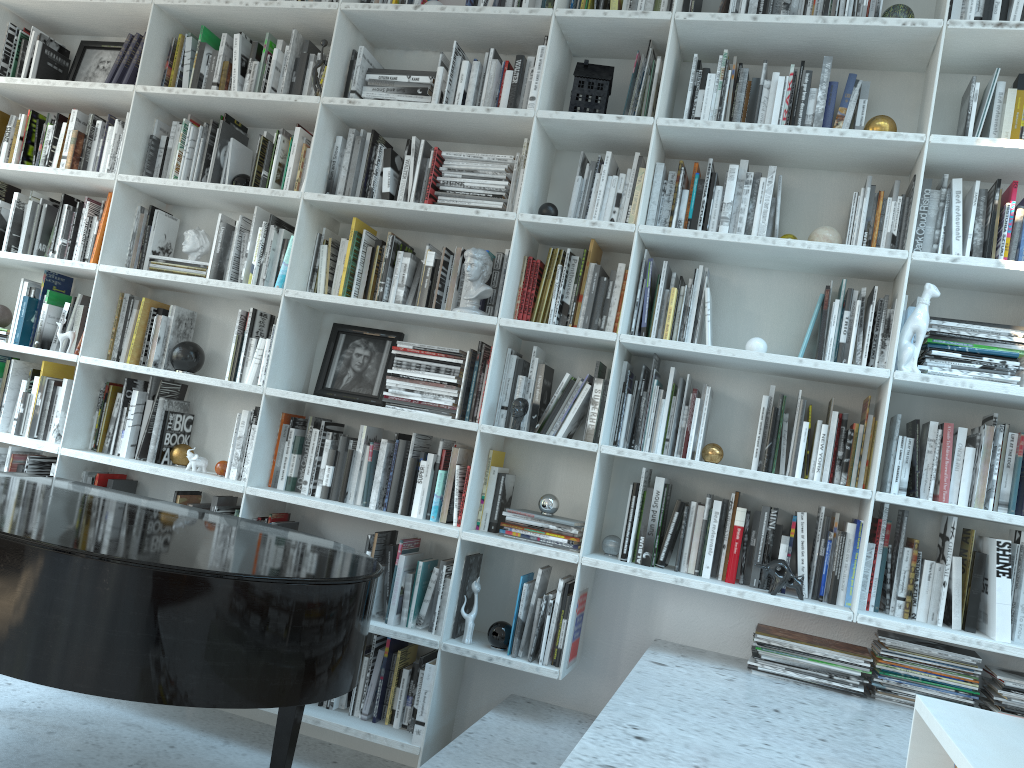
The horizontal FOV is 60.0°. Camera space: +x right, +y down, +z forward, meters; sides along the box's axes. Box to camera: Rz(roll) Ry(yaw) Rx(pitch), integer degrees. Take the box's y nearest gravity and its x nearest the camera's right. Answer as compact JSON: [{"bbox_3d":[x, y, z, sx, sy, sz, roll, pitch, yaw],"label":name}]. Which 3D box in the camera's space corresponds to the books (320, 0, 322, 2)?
[{"bbox_3d":[-0.717,-1.572,3.580,0.013,0.285,0.160,9,-4,17],"label":"books"}]

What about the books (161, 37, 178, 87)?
[{"bbox_3d":[-1.400,-1.293,3.731,0.023,0.256,0.175,9,-4,17],"label":"books"}]

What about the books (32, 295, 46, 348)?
[{"bbox_3d":[-1.966,-0.254,3.805,0.030,0.231,0.148,9,-4,17],"label":"books"}]

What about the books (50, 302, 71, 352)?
[{"bbox_3d":[-1.868,-0.230,3.771,0.056,0.214,0.143,9,-4,17],"label":"books"}]

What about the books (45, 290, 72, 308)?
[{"bbox_3d":[-1.930,-0.259,3.770,0.011,0.250,0.172,9,-4,17],"label":"books"}]

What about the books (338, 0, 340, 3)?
[{"bbox_3d":[-0.642,-1.547,3.569,0.029,0.261,0.151,9,-4,17],"label":"books"}]

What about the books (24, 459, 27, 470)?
[{"bbox_3d":[-2.005,0.455,3.723,0.022,0.290,0.137,9,-4,17],"label":"books"}]

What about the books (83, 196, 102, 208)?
[{"bbox_3d":[-1.811,-0.637,3.805,0.011,0.304,0.130,9,-4,17],"label":"books"}]

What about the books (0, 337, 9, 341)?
[{"bbox_3d":[-2.243,-0.199,3.869,0.254,0.012,0.161,9,-4,18],"label":"books"}]

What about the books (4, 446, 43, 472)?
[{"bbox_3d":[-2.074,0.426,3.728,0.014,0.325,0.171,9,-4,17],"label":"books"}]

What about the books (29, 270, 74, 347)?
[{"bbox_3d":[-1.978,-0.309,3.808,0.011,0.335,0.153,9,-4,17],"label":"books"}]

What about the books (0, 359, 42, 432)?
[{"bbox_3d":[-2.084,0.058,3.782,0.012,0.306,0.189,9,-4,17],"label":"books"}]

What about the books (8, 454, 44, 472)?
[{"bbox_3d":[-2.062,0.443,3.732,0.012,0.295,0.176,9,-4,17],"label":"books"}]

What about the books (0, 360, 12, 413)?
[{"bbox_3d":[-2.103,0.057,3.775,0.019,0.300,0.180,9,-4,17],"label":"books"}]

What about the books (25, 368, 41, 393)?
[{"bbox_3d":[-2.006,0.083,3.758,0.014,0.282,0.150,9,-4,17],"label":"books"}]

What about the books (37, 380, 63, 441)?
[{"bbox_3d":[-1.894,0.116,3.718,0.028,0.249,0.159,9,-4,17],"label":"books"}]

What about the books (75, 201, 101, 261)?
[{"bbox_3d":[-1.771,-0.618,3.767,0.015,0.275,0.157,9,-4,17],"label":"books"}]

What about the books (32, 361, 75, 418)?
[{"bbox_3d":[-1.937,0.073,3.738,0.021,0.322,0.172,9,-4,17],"label":"books"}]

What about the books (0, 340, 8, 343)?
[{"bbox_3d":[-2.246,-0.187,3.864,0.285,0.012,0.159,9,-4,20],"label":"books"}]

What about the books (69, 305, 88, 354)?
[{"bbox_3d":[-1.764,-0.212,3.716,0.030,0.207,0.172,9,-4,17],"label":"books"}]

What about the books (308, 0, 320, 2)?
[{"bbox_3d":[-0.757,-1.536,3.569,0.026,0.200,0.187,9,-4,17],"label":"books"}]

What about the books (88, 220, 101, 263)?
[{"bbox_3d":[-1.717,-0.573,3.755,0.013,0.203,0.161,9,-4,17],"label":"books"}]

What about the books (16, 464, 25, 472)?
[{"bbox_3d":[-2.042,0.469,3.742,0.029,0.254,0.153,9,-4,17],"label":"books"}]

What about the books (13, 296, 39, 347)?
[{"bbox_3d":[-2.017,-0.253,3.778,0.029,0.208,0.189,9,-4,17],"label":"books"}]

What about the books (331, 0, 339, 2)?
[{"bbox_3d":[-0.673,-1.540,3.569,0.026,0.237,0.149,9,-4,17],"label":"books"}]

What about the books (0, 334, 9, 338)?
[{"bbox_3d":[-2.242,-0.211,3.865,0.254,0.012,0.161,9,-4,14],"label":"books"}]

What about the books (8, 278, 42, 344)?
[{"bbox_3d":[-2.076,-0.299,3.824,0.012,0.285,0.159,9,-4,17],"label":"books"}]

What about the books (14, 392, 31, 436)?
[{"bbox_3d":[-1.997,0.134,3.740,0.029,0.181,0.190,9,-4,17],"label":"books"}]

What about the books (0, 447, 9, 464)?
[{"bbox_3d":[-2.167,0.421,3.759,0.039,0.307,0.172,9,-4,17],"label":"books"}]

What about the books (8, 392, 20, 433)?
[{"bbox_3d":[-2.059,0.102,3.790,0.045,0.230,0.138,9,-4,17],"label":"books"}]

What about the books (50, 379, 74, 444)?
[{"bbox_3d":[-1.815,0.120,3.690,0.021,0.265,0.185,9,-4,17],"label":"books"}]

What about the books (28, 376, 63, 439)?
[{"bbox_3d":[-1.921,0.106,3.721,0.028,0.260,0.181,9,-4,17],"label":"books"}]

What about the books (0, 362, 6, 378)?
[{"bbox_3d":[-2.170,0.054,3.793,0.007,0.286,0.182,9,-4,17],"label":"books"}]

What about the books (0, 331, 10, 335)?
[{"bbox_3d":[-2.240,-0.224,3.864,0.285,0.012,0.159,8,-4,21],"label":"books"}]

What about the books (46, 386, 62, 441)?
[{"bbox_3d":[-1.867,0.132,3.724,0.025,0.229,0.153,9,-4,17],"label":"books"}]

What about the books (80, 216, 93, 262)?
[{"bbox_3d":[-1.760,-0.586,3.774,0.012,0.217,0.160,9,-4,17],"label":"books"}]

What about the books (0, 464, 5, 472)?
[{"bbox_3d":[-2.135,0.462,3.768,0.031,0.238,0.132,9,-4,17],"label":"books"}]

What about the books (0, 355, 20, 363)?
[{"bbox_3d":[-2.215,0.034,3.825,0.006,0.314,0.145,9,-4,17],"label":"books"}]

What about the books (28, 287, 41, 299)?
[{"bbox_3d":[-2.033,-0.277,3.816,0.031,0.255,0.143,9,-4,17],"label":"books"}]

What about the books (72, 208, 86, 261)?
[{"bbox_3d":[-1.807,-0.610,3.796,0.011,0.251,0.139,9,-4,17],"label":"books"}]

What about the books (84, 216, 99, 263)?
[{"bbox_3d":[-1.743,-0.585,3.774,0.021,0.220,0.148,9,-4,17],"label":"books"}]

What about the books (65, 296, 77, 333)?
[{"bbox_3d":[-1.833,-0.239,3.761,0.013,0.241,0.141,9,-4,17],"label":"books"}]

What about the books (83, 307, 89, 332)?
[{"bbox_3d":[-1.734,-0.208,3.717,0.027,0.209,0.144,9,-4,17],"label":"books"}]

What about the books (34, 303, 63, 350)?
[{"bbox_3d":[-1.920,-0.228,3.750,0.029,0.190,0.189,9,-4,17],"label":"books"}]

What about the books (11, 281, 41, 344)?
[{"bbox_3d":[-2.060,-0.290,3.817,0.024,0.272,0.150,9,-4,17],"label":"books"}]

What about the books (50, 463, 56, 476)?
[{"bbox_3d":[-1.885,0.476,3.694,0.025,0.287,0.131,9,-4,17],"label":"books"}]

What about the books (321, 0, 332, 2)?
[{"bbox_3d":[-0.707,-1.520,3.566,0.031,0.184,0.177,9,-4,17],"label":"books"}]

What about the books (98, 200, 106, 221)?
[{"bbox_3d":[-1.719,-0.617,3.776,0.015,0.292,0.144,9,-4,17],"label":"books"}]

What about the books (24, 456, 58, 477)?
[{"bbox_3d":[-1.988,0.452,3.714,0.013,0.301,0.173,9,-4,17],"label":"books"}]

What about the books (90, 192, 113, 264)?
[{"bbox_3d":[-1.683,-0.629,3.752,0.035,0.325,0.170,9,-4,17],"label":"books"}]

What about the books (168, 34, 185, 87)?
[{"bbox_3d":[-1.377,-1.302,3.740,0.013,0.283,0.159,9,-4,17],"label":"books"}]

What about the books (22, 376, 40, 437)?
[{"bbox_3d":[-1.962,0.104,3.744,0.026,0.254,0.176,9,-4,17],"label":"books"}]

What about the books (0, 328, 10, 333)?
[{"bbox_3d":[-2.236,-0.235,3.871,0.254,0.012,0.161,9,-4,18],"label":"books"}]

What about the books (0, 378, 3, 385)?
[{"bbox_3d":[-2.164,0.089,3.793,0.015,0.219,0.190,9,-4,17],"label":"books"}]

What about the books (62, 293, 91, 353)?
[{"bbox_3d":[-1.801,-0.241,3.737,0.060,0.255,0.158,9,-4,17],"label":"books"}]

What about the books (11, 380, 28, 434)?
[{"bbox_3d":[-2.030,0.105,3.763,0.027,0.229,0.159,9,-4,17],"label":"books"}]

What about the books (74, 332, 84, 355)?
[{"bbox_3d":[-1.667,-0.234,3.663,0.082,0.276,0.228,9,-4,17],"label":"books"}]
